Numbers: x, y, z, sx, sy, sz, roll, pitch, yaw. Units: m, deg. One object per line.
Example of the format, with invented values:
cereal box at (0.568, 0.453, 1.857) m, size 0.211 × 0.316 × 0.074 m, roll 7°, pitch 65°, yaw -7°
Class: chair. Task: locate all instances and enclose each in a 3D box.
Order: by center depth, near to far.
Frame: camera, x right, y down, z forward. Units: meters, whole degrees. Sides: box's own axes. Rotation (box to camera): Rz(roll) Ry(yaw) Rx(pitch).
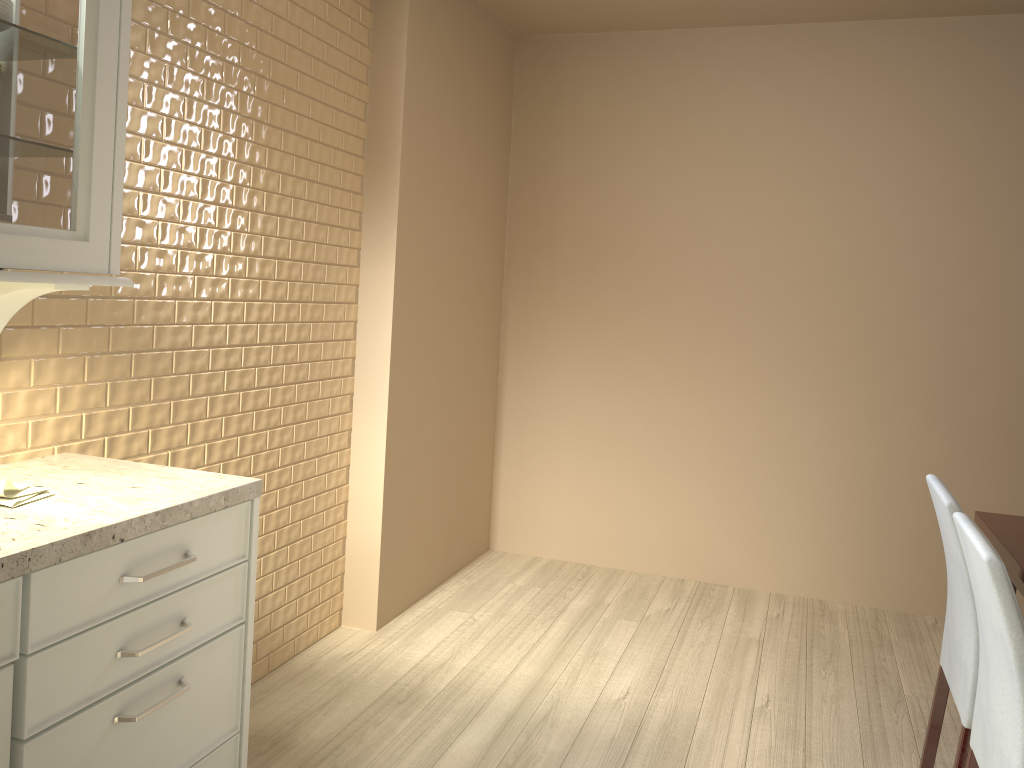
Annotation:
chair at (1.076, 0.696, 1.619) m, size 0.506 × 0.826 × 0.400 m, roll 4°, pitch 2°, yaw 19°
chair at (1.222, 0.662, 2.051) m, size 0.506 × 0.826 × 0.400 m, roll 4°, pitch 2°, yaw 19°

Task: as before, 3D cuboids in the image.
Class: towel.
towel at (-0.893, 0.177, 1.546) m, size 0.171 × 0.050 × 0.164 m, roll 4°, pitch 5°, yaw 4°

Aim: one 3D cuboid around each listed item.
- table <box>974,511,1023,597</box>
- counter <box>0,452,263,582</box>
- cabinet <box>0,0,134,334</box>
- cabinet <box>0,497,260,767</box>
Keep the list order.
table at (1.367, 0.795, 1.563) m, size 0.752 × 0.678 × 1.763 m, roll 4°, pitch 5°, yaw 18°
counter at (-1.102, 0.270, 0.832) m, size 0.523 × 0.035 × 2.203 m, roll 5°, pitch 6°, yaw 18°
cabinet at (-1.114, -0.458, 0.815) m, size 0.412 × 1.110 × 1.933 m, roll 4°, pitch 4°, yaw 18°
cabinet at (-1.160, 0.667, 0.864) m, size 0.639 × 0.791 × 2.225 m, roll 4°, pitch 5°, yaw 18°
